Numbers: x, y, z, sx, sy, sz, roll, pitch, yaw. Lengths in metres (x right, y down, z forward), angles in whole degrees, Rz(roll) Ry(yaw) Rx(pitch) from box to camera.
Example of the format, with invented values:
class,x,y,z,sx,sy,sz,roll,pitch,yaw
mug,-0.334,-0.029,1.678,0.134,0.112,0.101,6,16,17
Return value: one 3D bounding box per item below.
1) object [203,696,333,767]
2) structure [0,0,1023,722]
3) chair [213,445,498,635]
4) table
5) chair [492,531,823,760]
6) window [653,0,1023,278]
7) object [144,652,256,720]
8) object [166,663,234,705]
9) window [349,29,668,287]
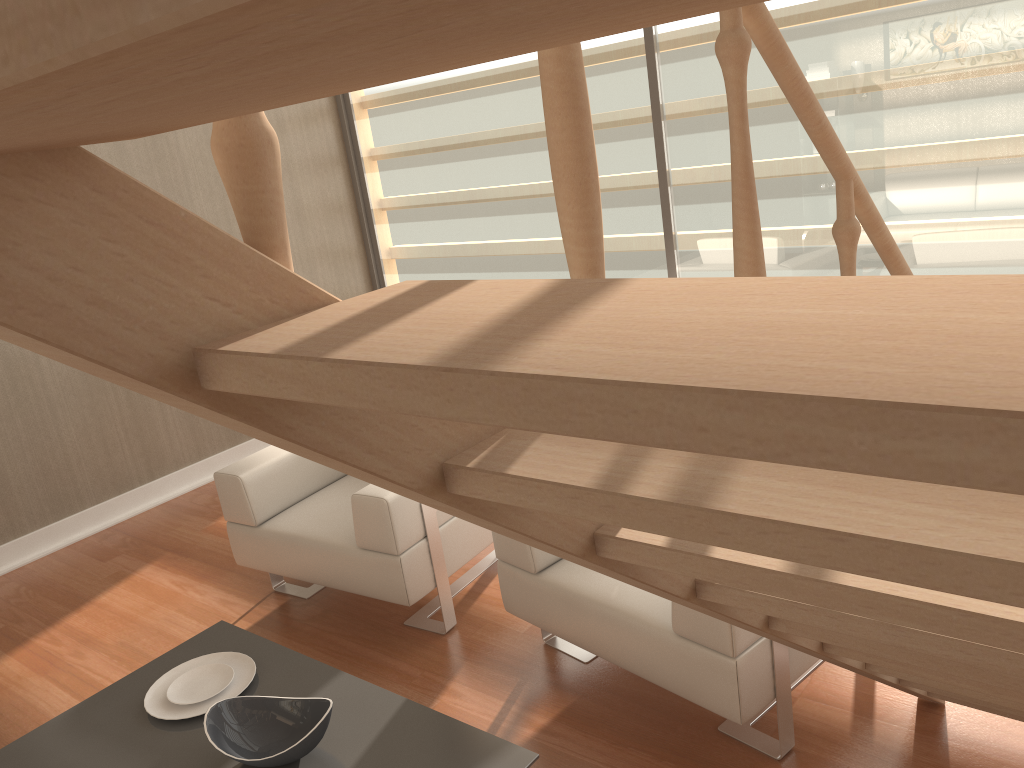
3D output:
class,x,y,z,sx,sy,sz,roll,pitch,yaw
object,-0.561,0.819,2.086,0.317,0.125,0.223,-5,17,13
structure,0.266,-0.344,0.488,1.000,3.578,3.150,5,21,40
chair,-0.477,0.401,3.439,0.900,0.740,0.905,3,20,35
table,-0.619,1.026,2.161,1.260,0.293,0.700,5,21,40
chair,0.567,0.465,2.666,0.905,0.740,0.900,-21,20,-37
window,1.494,-1.258,3.446,2.095,3.100,0.020,5,21,40
object,-0.844,0.823,2.411,0.294,0.020,0.294,-5,17,13
object,-0.844,0.821,2.410,0.178,0.020,0.178,-11,16,-9
window,-0.138,-1.410,4.830,2.095,3.100,0.020,5,21,40
